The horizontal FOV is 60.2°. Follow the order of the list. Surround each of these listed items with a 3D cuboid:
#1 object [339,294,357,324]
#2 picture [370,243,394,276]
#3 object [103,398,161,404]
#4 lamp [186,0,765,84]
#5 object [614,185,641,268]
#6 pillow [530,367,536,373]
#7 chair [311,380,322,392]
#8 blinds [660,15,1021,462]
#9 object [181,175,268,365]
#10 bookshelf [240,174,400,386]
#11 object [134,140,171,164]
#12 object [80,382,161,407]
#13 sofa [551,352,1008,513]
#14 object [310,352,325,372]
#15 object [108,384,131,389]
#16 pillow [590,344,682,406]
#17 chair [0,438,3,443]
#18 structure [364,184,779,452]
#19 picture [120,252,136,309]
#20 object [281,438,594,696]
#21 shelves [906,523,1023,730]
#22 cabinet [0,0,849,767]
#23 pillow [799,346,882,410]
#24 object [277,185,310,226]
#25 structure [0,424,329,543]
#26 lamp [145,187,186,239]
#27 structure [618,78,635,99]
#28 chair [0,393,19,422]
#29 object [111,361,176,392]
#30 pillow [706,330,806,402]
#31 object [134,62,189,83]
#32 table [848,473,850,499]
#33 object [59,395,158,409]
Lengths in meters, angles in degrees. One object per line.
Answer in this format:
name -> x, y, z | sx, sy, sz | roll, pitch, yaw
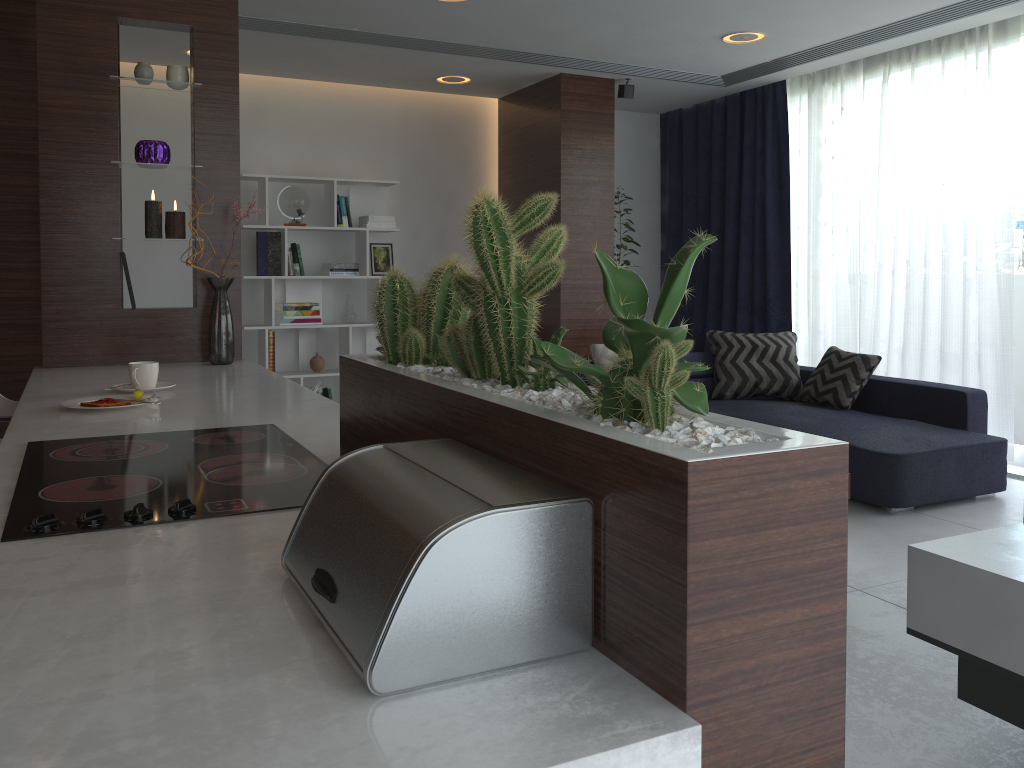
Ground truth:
object -> -1.233, -0.564, 6.648 | 0.132, 0.219, 0.133 | -1, 4, -21
picture -> -1.019, -0.976, 6.926 | 0.182, 0.255, 0.059 | -2, 3, -26
object -> -1.016, 0.044, 2.345 | 0.249, 0.008, 0.026 | 5, 8, 33
lamp -> -2.123, -1.688, 2.300 | 9.611, 0.084, 5.366 | -6, 9, -40
object -> 0.881, -0.704, 7.226 | 0.504, 1.838, 0.484 | 1, 3, 32
pillow -> 0.161, 0.026, 4.962 | 0.280, 0.349, 0.420 | 1, 5, 17
chair -> -0.929, 0.365, 3.171 | 0.464, 0.706, 0.398 | -1, 3, -9
blinds -> 0.499, -0.744, 3.806 | 5.803, 2.759, 7.176 | -3, 7, -23
object -> -1.106, -0.439, 3.427 | 0.198, 0.731, 0.388 | 2, 4, 45
bookshelf -> -1.434, -0.613, 6.590 | 1.151, 1.812, 0.301 | -2, 3, -26
object -> -1.433, -0.917, 3.524 | 0.134, 0.097, 0.133 | 1, 5, 14
object -> -1.450, 0.041, 1.597 | 0.140, 0.220, 1.888 | 2, 7, 28
sofa -> 0.948, 0.227, 4.691 | 2.876, 0.605, 1.909 | -3, 7, -26
object -> -1.451, -0.162, 6.581 | 0.111, 0.147, 0.123 | -2, 5, -29
object -> -1.169, 0.010, 2.651 | 0.036, 0.012, 0.166 | 0, 7, -1
pillow -> 0.745, -0.048, 5.319 | 0.495, 0.386, 0.344 | -3, 5, -26
chair -> -1.163, 0.454, 2.326 | 0.464, 0.737, 0.397 | -2, 4, -31
structure -> -0.004, -0.121, 1.203 | 0.223, 0.284, 1.006 | -2, 7, -24
picture -> -1.513, -0.409, 3.484 | 0.051, 0.220, 0.176 | -1, 4, -22
object -> -0.097, 0.164, 0.927 | 0.222, 0.144, 0.346 | -3, 7, -26
shelves -> 2.137, 0.595, 2.127 | 2.352, 0.497, 0.877 | -3, 7, -26
cabinet -> -0.757, -0.421, 2.084 | 0.787, 2.539, 3.351 | -1, 5, -26
pillow -> 1.962, -0.039, 5.309 | 0.286, 0.343, 0.417 | -2, 5, -21
object -> -1.591, -1.256, 6.443 | 0.235, 0.382, 0.221 | 0, 3, -6
structure -> -0.614, 0.162, 1.613 | 0.505, 0.056, 0.768 | -3, 8, -26
lamp -> -1.388, -0.683, 3.536 | 0.153, 0.209, 0.077 | -1, 3, -14
structure -> 0.843, -2.175, 6.525 | 0.084, 0.142, 0.115 | -1, 4, -21
chair -> -1.560, 0.368, 3.014 | 0.464, 0.737, 0.398 | -1, 3, -20
object -> -1.115, -0.021, 2.674 | 0.182, 0.086, 0.182 | 5, 8, 40
pillow -> 1.578, -0.081, 5.732 | 0.598, 0.516, 0.357 | 0, 4, 4
object -> -1.403, -1.237, 3.538 | 0.218, 0.085, 0.088 | -6, 7, -43
table -> 0.776, 0.488, 3.617 | 0.801, 0.351, 0.809 | -3, 7, -26
object -> -1.067, 0.054, 2.343 | 0.239, 0.019, 0.239 | 5, 9, 36
